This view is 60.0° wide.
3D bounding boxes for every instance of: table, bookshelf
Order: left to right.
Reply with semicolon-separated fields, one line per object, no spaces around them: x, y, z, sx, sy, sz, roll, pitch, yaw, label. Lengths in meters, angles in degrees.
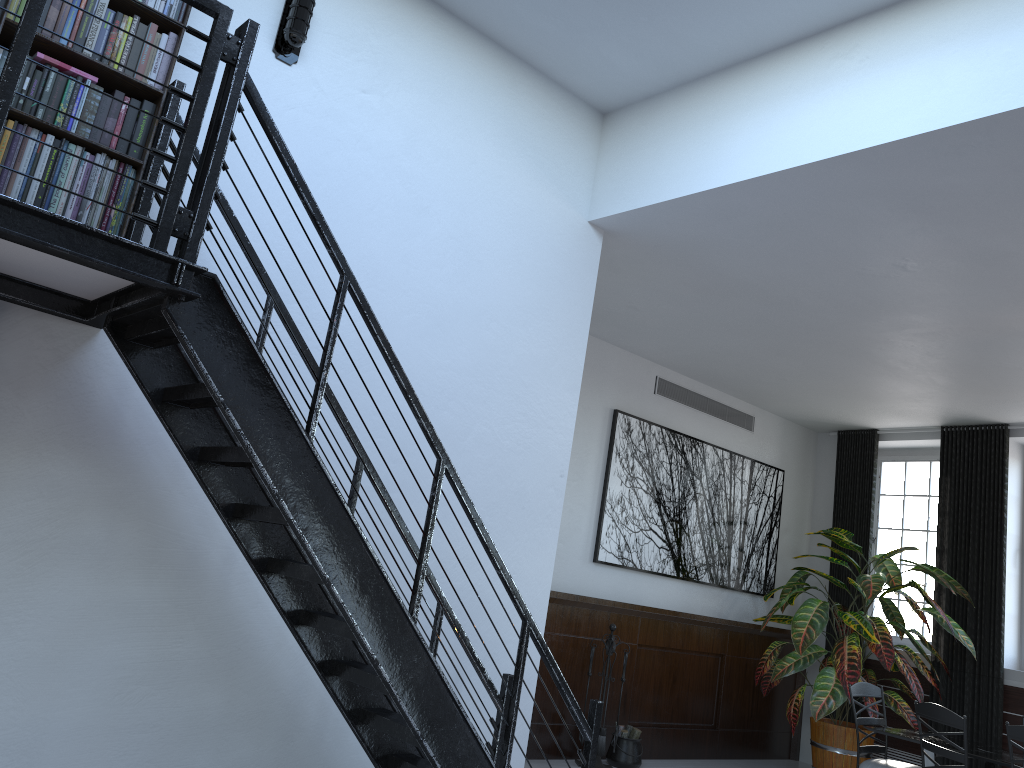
-0.331;-1.344;1.538;3.068;1.630;4.466;20;-16;-38;bookshelf
3.248;2.679;5.331;0.885;0.703;1.990;19;-15;-34;table

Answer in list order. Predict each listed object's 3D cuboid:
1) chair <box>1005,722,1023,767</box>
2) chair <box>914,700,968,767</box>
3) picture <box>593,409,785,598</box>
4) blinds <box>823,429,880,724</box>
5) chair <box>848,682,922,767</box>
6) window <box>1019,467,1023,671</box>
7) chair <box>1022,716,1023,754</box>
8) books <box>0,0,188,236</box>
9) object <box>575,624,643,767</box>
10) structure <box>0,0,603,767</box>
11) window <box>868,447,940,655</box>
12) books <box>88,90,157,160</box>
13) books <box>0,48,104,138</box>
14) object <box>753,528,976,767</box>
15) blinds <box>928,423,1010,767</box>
2.998;2.408;4.876;0.500;0.973;0.494;18;-16;-31;chair
2.713;2.462;5.344;0.502;0.973;0.493;13;-14;-15;chair
1.726;1.167;8.141;2.573;1.291;0.037;20;-17;-38;picture
3.321;2.083;8.763;0.102;3.344;0.454;19;-17;-33;blinds
2.670;2.646;6.219;0.493;0.973;0.501;18;-16;-32;chair
4.858;1.487;7.516;0.132;2.009;1.030;19;-17;-33;window
3.489;2.692;5.793;0.500;0.973;0.495;20;-17;-36;chair
-0.430;-1.444;1.492;1.162;1.417;4.375;21;-16;-38;books
0.816;2.428;6.925;0.321;1.061;0.631;-5;-20;44;object
-0.037;0.459;1.591;4.585;3.384;4.479;20;-17;-38;structure
3.972;1.608;8.761;0.132;2.009;1.030;19;-17;-33;window
-0.022;-1.305;1.809;2.190;1.421;4.368;20;-16;-39;books
-0.260;-1.256;1.583;1.587;1.150;4.327;20;-16;-39;books
2.973;2.343;7.721;1.739;2.264;1.793;11;-13;-7;object
3.999;1.984;7.782;0.098;3.344;0.621;19;-17;-32;blinds
